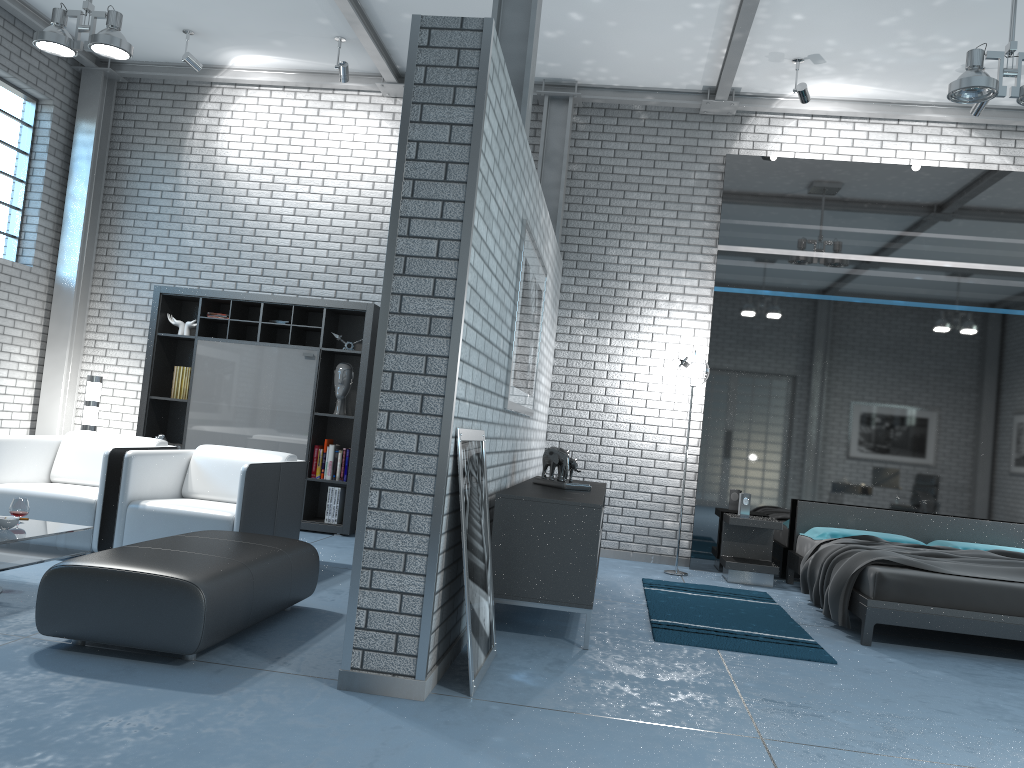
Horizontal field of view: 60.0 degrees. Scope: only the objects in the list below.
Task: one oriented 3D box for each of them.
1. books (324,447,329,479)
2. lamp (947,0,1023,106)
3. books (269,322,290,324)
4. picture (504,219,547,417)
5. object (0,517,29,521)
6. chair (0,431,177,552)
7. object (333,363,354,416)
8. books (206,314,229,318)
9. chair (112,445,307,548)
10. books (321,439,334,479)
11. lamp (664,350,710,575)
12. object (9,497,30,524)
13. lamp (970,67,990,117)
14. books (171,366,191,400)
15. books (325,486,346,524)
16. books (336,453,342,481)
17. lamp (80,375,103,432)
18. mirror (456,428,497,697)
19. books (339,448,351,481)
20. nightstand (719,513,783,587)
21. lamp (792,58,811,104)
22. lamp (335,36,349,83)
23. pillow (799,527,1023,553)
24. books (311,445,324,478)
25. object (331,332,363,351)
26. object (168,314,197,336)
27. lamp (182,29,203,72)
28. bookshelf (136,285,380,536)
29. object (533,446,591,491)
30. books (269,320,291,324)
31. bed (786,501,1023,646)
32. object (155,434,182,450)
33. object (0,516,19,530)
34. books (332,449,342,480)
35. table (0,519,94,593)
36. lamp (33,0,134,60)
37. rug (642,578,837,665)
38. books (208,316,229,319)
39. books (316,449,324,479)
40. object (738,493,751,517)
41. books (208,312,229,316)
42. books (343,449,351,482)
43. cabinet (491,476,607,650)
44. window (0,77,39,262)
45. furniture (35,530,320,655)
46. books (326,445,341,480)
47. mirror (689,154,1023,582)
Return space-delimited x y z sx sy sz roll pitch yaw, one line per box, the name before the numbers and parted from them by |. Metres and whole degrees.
books | -1.524 0.658 7.401 0.020 0.270 0.153 5 -3 7
lamp | 2.834 -2.045 5.017 0.639 0.872 0.300 5 -3 7
books | -1.951 -0.508 7.535 0.190 0.015 0.135 4 -4 28
picture | 0.101 -0.324 5.419 0.020 1.015 1.490 5 -3 7
object | -2.298 0.639 4.098 0.128 0.052 0.024 6 -3 0
chair | -2.677 0.643 5.569 0.767 0.661 0.919 5 -3 5
object | -1.429 0.042 7.473 0.156 0.443 0.156 8 -4 -39
books | -2.498 -0.574 7.602 0.190 0.015 0.135 5 -3 11
chair | -1.796 0.724 5.423 0.767 0.661 0.919 5 -3 9
books | -1.544 0.626 7.404 0.026 0.329 0.155 5 -3 7
lamp | 1.375 0.608 7.031 0.250 1.773 0.259 8 -4 -38
object | -2.413 0.619 4.343 0.089 0.120 0.089 7 -3 -27
lamp | 3.461 -2.168 6.595 0.137 0.332 0.167 6 -3 -3
books | -2.788 -0.003 7.616 0.167 0.275 0.195 5 -3 7
books | -1.465 1.000 7.353 0.104 0.295 0.146 5 -3 7
books | -1.421 0.688 7.386 0.026 0.229 0.155 5 -3 7
lamp | -3.503 0.479 7.306 0.140 1.100 0.098 8 -4 -30
mirror | -0.138 0.678 3.623 0.165 0.978 0.674 5 -3 7
books | -1.388 0.670 7.383 0.038 0.270 0.155 5 -3 7
nightstand | 1.870 1.301 6.976 0.400 0.501 0.400 5 -3 7
lamp | 2.193 -2.298 6.738 0.137 0.311 0.166 4 -4 32
lamp | -1.382 -2.621 7.187 0.137 0.332 0.167 6 -3 -3
pillow | 3.147 1.224 6.704 1.810 0.115 0.567 5 -3 7
books | -1.621 0.649 7.412 0.049 0.270 0.155 5 -3 7
object | -1.377 -0.348 7.490 0.322 0.147 0.072 7 -3 -22
object | -2.815 -0.500 7.630 0.308 0.180 0.106 6 -3 -3
lamp | -2.650 -2.751 7.331 0.137 0.311 0.166 4 -4 32
bookshelf | -2.161 0.215 7.558 1.930 1.920 0.419 5 -3 7
object | 0.303 0.501 5.326 0.221 0.237 0.369 7 -4 -28
books | -1.946 -0.522 7.546 0.190 0.015 0.135 5 -3 18
bed | 3.122 1.292 5.888 2.290 0.674 2.261 5 -3 7
object | -2.921 0.549 7.600 0.285 0.229 0.095 8 -4 -37
object | -2.341 0.645 4.098 0.108 0.056 0.108 6 -3 3
books | -1.451 0.672 7.396 0.038 0.256 0.144 5 -3 7
table | -2.609 0.795 4.050 0.900 0.300 0.900 5 -3 7
lamp | -2.701 -2.562 5.695 0.639 0.872 0.300 5 -3 7
rug | 1.284 1.410 5.459 0.886 0.012 2.060 5 -3 7
books | -2.491 -0.558 7.597 0.190 0.015 0.135 6 -3 1
books | -1.581 0.665 7.398 0.038 0.244 0.171 5 -3 7
object | 1.843 0.956 7.027 0.100 0.184 0.032 7 -3 -25
books | -2.504 -0.590 7.606 0.190 0.015 0.135 6 -3 -14
books | -1.356 0.677 7.379 0.027 0.263 0.155 5 -3 7
cabinet | 0.270 0.959 5.315 0.510 0.682 2.250 5 -3 7
window | -4.458 -1.860 6.760 0.100 1.500 2.200 5 -3 7
furniture | -1.378 0.859 3.909 0.685 0.301 1.291 5 -3 7
books | -1.491 0.651 7.392 0.046 0.288 0.164 5 -3 7
mirror | 3.322 -0.049 7.224 3.400 3.500 0.050 5 -3 7
